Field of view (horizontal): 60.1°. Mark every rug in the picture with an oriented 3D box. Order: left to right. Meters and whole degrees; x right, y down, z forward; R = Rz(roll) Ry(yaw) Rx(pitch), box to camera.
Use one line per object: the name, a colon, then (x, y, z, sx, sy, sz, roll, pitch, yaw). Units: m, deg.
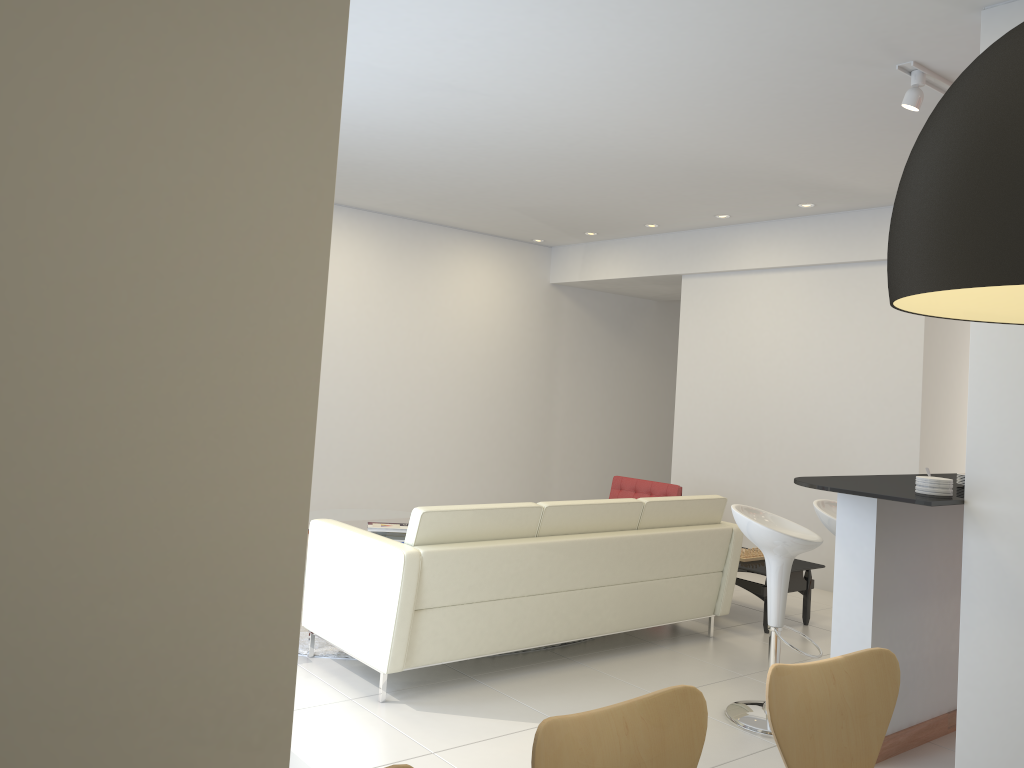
rug: (-0.526, 1.519, 6.214, 3.318, 0.005, 2.444, 4, 0, -37)

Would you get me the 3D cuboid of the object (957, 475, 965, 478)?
object: (2.191, 0.442, 4.128, 0.210, 0.015, 0.210, 4, 0, 5)

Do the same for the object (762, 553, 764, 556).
object: (1.816, 1.210, 6.389, 0.030, 0.052, 0.030, 1, -4, 44)

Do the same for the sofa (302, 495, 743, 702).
sofa: (0.169, 1.100, 5.266, 2.557, 0.925, 1.001, 4, -2, -39)

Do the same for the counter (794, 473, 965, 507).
counter: (2.487, 0.512, 4.520, 2.956, 0.019, 0.736, 4, 0, -39)

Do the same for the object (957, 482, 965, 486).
object: (2.189, 0.477, 4.125, 0.210, 0.015, 0.210, 4, 0, 5)

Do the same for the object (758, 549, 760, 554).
object: (1.791, 1.210, 6.420, 0.030, 0.050, 0.030, 5, -3, -31)

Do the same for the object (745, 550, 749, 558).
object: (1.661, 1.199, 6.264, 0.030, 0.052, 0.030, 1, -4, 44)

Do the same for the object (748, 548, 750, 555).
object: (1.698, 1.203, 6.345, 0.030, 0.050, 0.030, 5, -3, -31)

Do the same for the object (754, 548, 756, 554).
object: (1.760, 1.208, 6.395, 0.030, 0.050, 0.030, 5, -3, -31)

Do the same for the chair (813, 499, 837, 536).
chair: (1.851, 1.171, 4.790, 0.456, 1.024, 0.464, 5, -3, -28)

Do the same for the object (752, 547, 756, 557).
object: (1.723, 1.198, 6.315, 0.030, 0.064, 0.030, 6, -3, -31)

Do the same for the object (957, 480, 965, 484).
object: (2.189, 0.470, 4.126, 0.210, 0.015, 0.210, 4, 0, 5)

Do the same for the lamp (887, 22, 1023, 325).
lamp: (0.899, -0.851, 1.297, 0.592, 1.499, 0.594, 6, -4, -37)

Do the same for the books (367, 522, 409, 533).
books: (-0.896, 1.051, 6.495, 0.323, 0.027, 0.255, 4, 0, -9)

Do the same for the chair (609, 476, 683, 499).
chair: (0.926, 1.212, 7.318, 0.704, 0.819, 0.700, 6, -3, -44)

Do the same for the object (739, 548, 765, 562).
object: (1.648, 1.235, 6.434, 0.359, 0.021, 0.360, 4, 0, -39)

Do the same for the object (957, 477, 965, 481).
object: (2.190, 0.456, 4.127, 0.210, 0.015, 0.210, 4, 0, 5)

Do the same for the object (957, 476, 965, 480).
object: (2.190, 0.449, 4.127, 0.210, 0.015, 0.210, 4, 0, 5)

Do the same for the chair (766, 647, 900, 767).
chair: (0.889, 1.163, 2.088, 0.520, 0.910, 0.515, 5, -3, -31)

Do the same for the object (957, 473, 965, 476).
object: (2.191, 0.435, 4.128, 0.210, 0.015, 0.210, 4, 0, 5)

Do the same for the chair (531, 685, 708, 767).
chair: (0.316, 1.124, 1.662, 0.520, 0.910, 0.516, 6, -3, -39)

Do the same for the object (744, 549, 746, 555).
object: (1.667, 1.201, 6.320, 0.030, 0.050, 0.030, 5, -3, -31)

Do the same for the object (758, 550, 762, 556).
object: (1.785, 1.207, 6.364, 0.030, 0.055, 0.030, 5, -3, -31)

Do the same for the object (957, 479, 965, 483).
object: (2.189, 0.463, 4.126, 0.210, 0.015, 0.210, 4, 0, 5)

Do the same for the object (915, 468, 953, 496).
object: (1.752, 0.403, 3.661, 0.140, 0.098, 0.173, 3, -1, 44)

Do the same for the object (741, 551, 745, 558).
object: (1.630, 1.202, 6.239, 0.030, 0.044, 0.030, 5, -3, -31)

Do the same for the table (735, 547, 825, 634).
table: (1.651, 1.457, 6.389, 0.699, 0.423, 0.917, 5, -1, -39)

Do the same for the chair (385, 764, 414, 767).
chair: (-0.177, 1.090, 1.155, 0.516, 0.910, 0.519, 2, -3, 34)

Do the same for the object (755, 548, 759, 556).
object: (1.755, 1.197, 6.340, 0.030, 0.070, 0.030, 6, -3, -31)

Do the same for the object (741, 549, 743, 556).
object: (1.636, 1.199, 6.295, 0.030, 0.050, 0.030, 5, -3, -31)

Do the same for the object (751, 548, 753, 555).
object: (1.729, 1.205, 6.370, 0.030, 0.050, 0.030, 5, -3, -31)

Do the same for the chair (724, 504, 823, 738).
chair: (1.284, 1.132, 4.330, 0.465, 1.024, 0.455, 2, -4, 37)

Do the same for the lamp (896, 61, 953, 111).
lamp: (2.563, -1.385, 4.793, 1.817, 0.200, 0.112, 4, -2, -39)

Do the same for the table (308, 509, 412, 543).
table: (-1.006, 1.287, 6.856, 1.317, 0.405, 1.538, 4, 0, -40)

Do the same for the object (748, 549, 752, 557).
object: (1.692, 1.200, 6.289, 0.030, 0.055, 0.030, 5, -3, -31)
